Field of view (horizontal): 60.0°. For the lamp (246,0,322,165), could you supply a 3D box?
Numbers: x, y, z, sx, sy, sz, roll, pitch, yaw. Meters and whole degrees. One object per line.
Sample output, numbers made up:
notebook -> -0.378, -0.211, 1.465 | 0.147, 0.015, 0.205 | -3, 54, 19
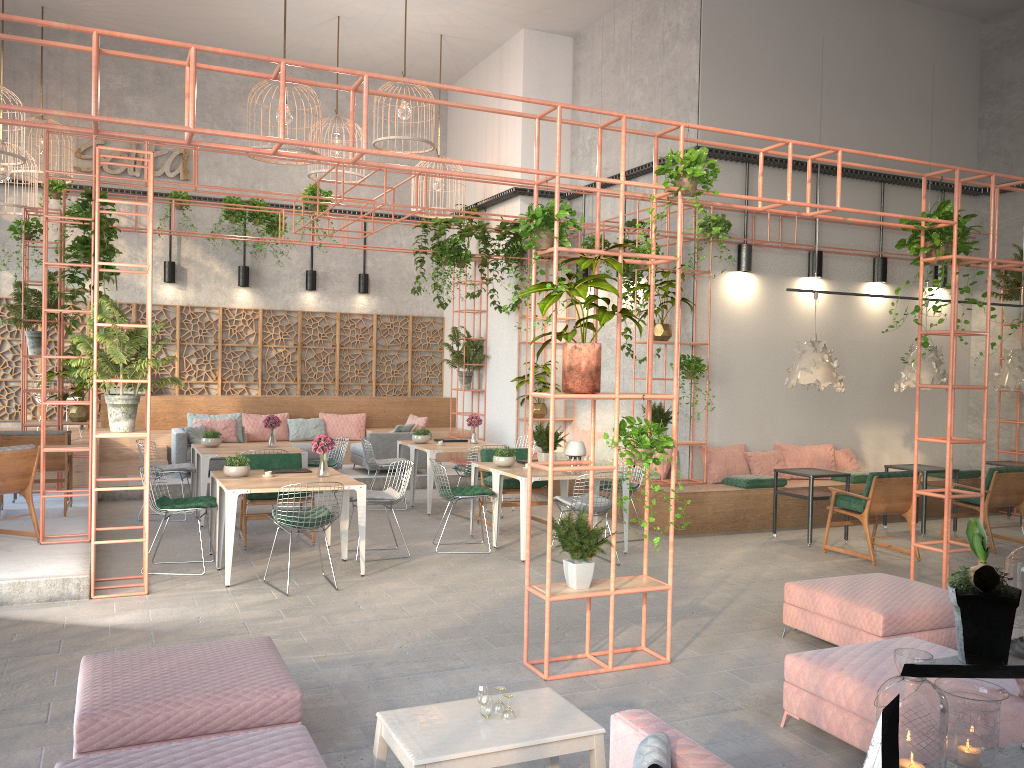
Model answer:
lamp -> -2.709, -4.472, 10.648 | 0.883, 3.476, 0.883 | 2, 1, 28

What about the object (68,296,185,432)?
object -> -3.227, -0.157, 7.328 | 0.900, 1.100, 0.894 | 1, 1, 5

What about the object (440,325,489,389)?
object -> -0.819, -0.462, 15.443 | 0.900, 1.097, 0.894 | 1, 1, 5

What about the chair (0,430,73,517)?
chair -> -5.246, 0.958, 9.757 | 0.722, 0.929, 0.685 | 1, 1, -24

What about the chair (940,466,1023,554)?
chair -> 5.424, 1.383, 10.094 | 0.722, 0.930, 0.685 | 1, 1, -24

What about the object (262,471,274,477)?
object -> -2.316, 0.854, 8.425 | 0.115, 0.073, 0.115 | 1, 1, -30

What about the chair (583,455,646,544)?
chair -> 1.169, 1.279, 10.081 | 0.717, 0.941, 0.565 | 1, 1, -23

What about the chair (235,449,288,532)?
chair -> -2.914, 1.187, 10.225 | 0.565, 0.941, 0.717 | 1, 1, -28

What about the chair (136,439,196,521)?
chair -> -4.174, 1.149, 10.747 | 0.717, 0.941, 0.565 | 1, 1, -8

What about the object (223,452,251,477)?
object -> -2.608, 0.764, 8.419 | 0.252, 0.247, 0.247 | 1, 1, -24

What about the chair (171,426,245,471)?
chair -> -4.552, 0.975, 13.471 | 1.127, 0.586, 1.056 | 1, 1, -24

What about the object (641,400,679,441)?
object -> 1.814, 0.464, 11.052 | 0.368, 0.527, 0.438 | 1, 1, -24

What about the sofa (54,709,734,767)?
sofa -> -0.479, 1.534, 2.884 | 2.219, 0.672, 1.960 | 1, 1, -24

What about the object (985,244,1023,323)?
object -> 7.125, -1.399, 12.443 | 0.894, 1.101, 0.900 | 2, 1, 35

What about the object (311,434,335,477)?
object -> -1.812, 0.683, 8.497 | 0.225, 0.414, 0.213 | 1, 1, -32

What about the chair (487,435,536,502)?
chair -> 0.005, 1.200, 12.651 | 0.717, 0.941, 0.565 | 1, 1, -23

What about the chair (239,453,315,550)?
chair -> -2.510, 1.217, 9.405 | 0.722, 0.917, 0.685 | 1, 1, -24

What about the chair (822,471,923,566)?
chair -> 3.812, 1.363, 9.362 | 0.722, 0.929, 0.685 | 1, 1, -24

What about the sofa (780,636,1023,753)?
sofa -> 2.740, 1.574, 4.343 | 2.219, 0.672, 1.960 | 1, 1, -24

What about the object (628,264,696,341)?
object -> 1.814, -1.001, 10.893 | 0.903, 0.947, 0.934 | 2, 1, 27

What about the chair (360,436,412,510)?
chair -> -1.683, 1.180, 11.877 | 0.717, 0.941, 0.565 | 1, 1, -8

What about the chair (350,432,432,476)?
chair -> -1.946, 1.060, 14.207 | 1.052, 0.672, 1.127 | 1, 1, -24

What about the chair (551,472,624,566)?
chair -> 0.742, 1.297, 8.785 | 0.565, 0.941, 0.717 | 1, 1, -28

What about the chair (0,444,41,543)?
chair -> -4.768, 1.013, 8.001 | 0.685, 0.914, 0.722 | 2, 1, 16

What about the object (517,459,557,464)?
object -> 0.297, 0.877, 9.995 | 0.427, 0.031, 0.268 | 1, 1, -24

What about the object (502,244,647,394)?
object -> 0.396, -0.416, 5.588 | 0.924, 0.946, 0.923 | 2, 1, 32

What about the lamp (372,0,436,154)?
lamp -> -1.502, -5.123, 12.613 | 0.883, 3.476, 0.883 | 2, 1, 28

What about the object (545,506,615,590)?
object -> 0.416, 1.049, 5.720 | 0.368, 0.527, 0.438 | 1, 1, -24

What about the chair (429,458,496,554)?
chair -> -0.518, 1.259, 9.306 | 0.717, 0.941, 0.565 | 1, 1, -8

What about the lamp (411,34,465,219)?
lamp -> -1.176, -4.519, 14.509 | 0.883, 3.476, 0.883 | 2, 1, 28

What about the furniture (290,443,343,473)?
furniture -> -3.209, 1.155, 13.756 | 0.975, 0.446, 0.941 | 1, 1, -24

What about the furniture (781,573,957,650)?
furniture -> 2.594, 1.640, 6.242 | 0.976, 0.446, 0.941 | 1, 1, -24

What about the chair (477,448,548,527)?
chair -> 0.019, 1.248, 10.570 | 0.722, 0.917, 0.685 | 1, 1, -24

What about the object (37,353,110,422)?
object -> -5.603, 0.028, 11.341 | 0.903, 0.923, 0.934 | 2, 1, 32

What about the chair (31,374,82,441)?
chair -> -6.403, 0.318, 12.476 | 0.565, 0.941, 0.717 | 1, 1, -16

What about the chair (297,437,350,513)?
chair -> -2.486, 1.169, 11.521 | 0.717, 0.941, 0.565 | 1, 1, -23

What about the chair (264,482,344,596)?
chair -> -1.786, 1.266, 7.619 | 0.565, 0.941, 0.717 | 1, 1, -28

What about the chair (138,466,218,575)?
chair -> -3.046, 1.228, 8.141 | 0.717, 0.941, 0.565 | 1, 1, -8

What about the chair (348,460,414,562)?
chair -> -1.358, 1.248, 8.915 | 0.717, 0.941, 0.565 | 1, 1, -23

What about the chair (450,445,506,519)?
chair -> -0.423, 1.218, 11.355 | 0.565, 0.941, 0.717 | 1, 1, -28

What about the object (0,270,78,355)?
object -> -6.026, -0.916, 11.312 | 0.900, 1.101, 0.894 | 2, 1, 30

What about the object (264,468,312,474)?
object -> -2.231, 0.871, 8.830 | 0.427, 0.031, 0.268 | 1, 1, -24

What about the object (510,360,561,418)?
object -> 0.373, 0.075, 14.106 | 0.903, 0.919, 0.934 | 2, 1, 37

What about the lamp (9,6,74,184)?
lamp -> -7.244, -4.920, 13.698 | 0.883, 3.476, 0.883 | 2, 1, 28

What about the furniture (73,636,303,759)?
furniture -> -1.595, 1.588, 4.342 | 0.976, 0.446, 0.941 | 1, 1, -24
